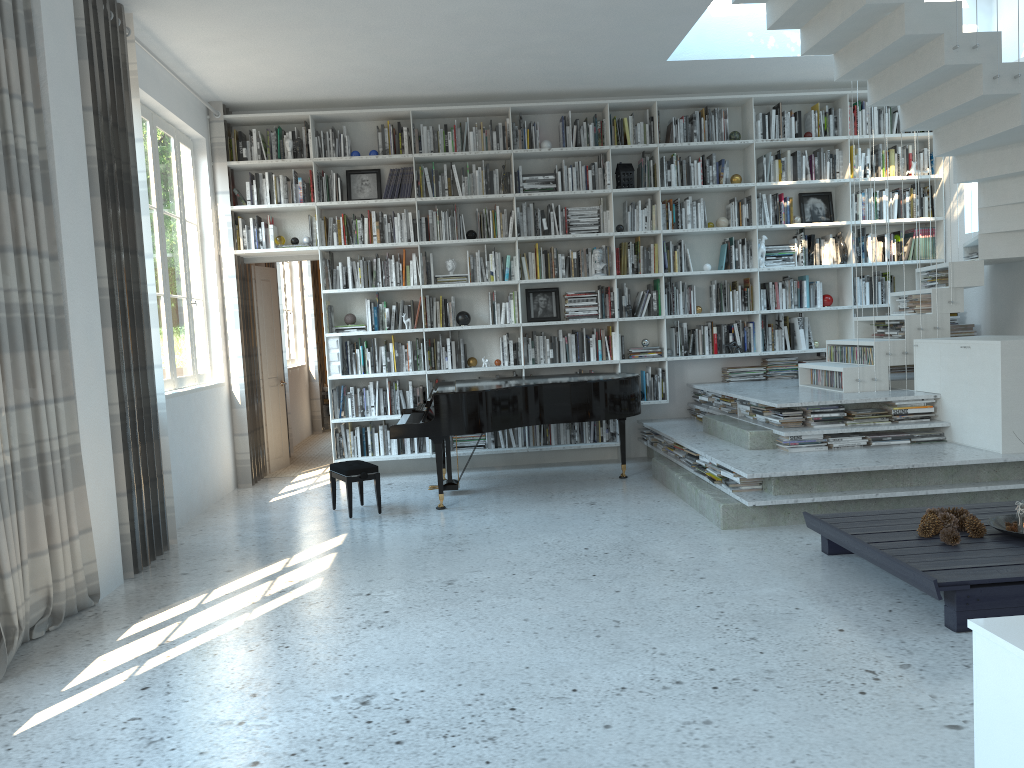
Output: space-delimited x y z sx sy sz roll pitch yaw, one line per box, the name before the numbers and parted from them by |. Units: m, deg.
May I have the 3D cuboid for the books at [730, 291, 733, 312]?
books | 1.935 -0.733 7.931 0.018 0.182 0.182 -3 4 -3

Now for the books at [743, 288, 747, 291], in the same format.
books | 2.084 -0.754 7.961 0.016 0.205 0.141 -3 4 -3

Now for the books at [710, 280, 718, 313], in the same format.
books | 1.812 -0.782 7.954 0.016 0.290 0.131 -3 4 -3

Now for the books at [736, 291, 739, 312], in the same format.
books | 1.992 -0.737 7.940 0.019 0.183 0.190 -3 4 -3

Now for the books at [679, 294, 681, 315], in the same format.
books | 1.478 -0.709 7.911 0.013 0.186 0.183 -3 4 -3

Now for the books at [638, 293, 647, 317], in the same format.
books | 1.148 -0.701 7.905 0.090 0.212 0.143 -3 4 -3

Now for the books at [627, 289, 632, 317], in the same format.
books | 1.036 -0.716 7.903 0.035 0.248 0.140 -3 4 -3

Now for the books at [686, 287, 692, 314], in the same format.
books | 1.572 -0.741 7.925 0.015 0.238 0.176 -3 4 -3

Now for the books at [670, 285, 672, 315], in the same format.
books | 1.397 -0.752 7.910 0.006 0.282 0.155 -3 4 -3

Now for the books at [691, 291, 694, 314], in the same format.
books | 1.588 -0.726 7.923 0.014 0.207 0.180 -3 4 -3

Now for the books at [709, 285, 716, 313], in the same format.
books | 1.797 -0.761 7.942 0.019 0.252 0.130 -3 4 -3

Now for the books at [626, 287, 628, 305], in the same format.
books | 1.012 -0.723 7.901 0.012 0.266 0.157 -3 4 -3

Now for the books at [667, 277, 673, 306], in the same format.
books | 1.414 -0.784 7.926 0.007 0.342 0.149 -3 4 -3

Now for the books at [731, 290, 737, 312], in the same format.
books | 1.975 -0.742 7.943 0.015 0.195 0.175 -3 4 -3

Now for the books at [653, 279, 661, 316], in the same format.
books | 1.292 -0.768 7.899 0.014 0.325 0.182 -3 4 -3

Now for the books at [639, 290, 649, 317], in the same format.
books | 1.162 -0.716 7.903 0.094 0.239 0.149 -3 4 -3

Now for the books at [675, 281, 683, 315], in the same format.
books | 1.488 -0.765 7.906 0.014 0.297 0.175 -3 4 -3

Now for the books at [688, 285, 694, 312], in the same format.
books | 1.600 -0.754 7.927 0.014 0.261 0.141 -3 4 -3

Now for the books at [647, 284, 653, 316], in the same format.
books | 1.229 -0.745 7.908 0.013 0.286 0.138 -3 4 -3

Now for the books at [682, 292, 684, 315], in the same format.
books | 1.510 -0.720 7.927 0.013 0.203 0.167 -3 4 -3

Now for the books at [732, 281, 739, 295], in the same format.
books | 2.001 -0.783 7.940 0.006 0.274 0.172 -3 4 -3

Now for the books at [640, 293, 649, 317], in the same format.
books | 1.167 -0.704 7.914 0.090 0.215 0.139 -3 4 -3

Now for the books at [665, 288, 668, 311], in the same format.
books | 1.371 -0.731 7.926 0.011 0.239 0.136 -3 4 -3

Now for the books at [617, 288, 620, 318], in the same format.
books | 0.926 -0.717 7.895 0.024 0.264 0.154 -3 4 -3

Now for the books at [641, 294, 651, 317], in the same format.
books | 1.180 -0.698 7.904 0.091 0.205 0.169 -3 4 -3

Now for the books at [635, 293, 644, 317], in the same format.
books | 1.122 -0.698 7.888 0.089 0.210 0.175 -3 4 -3

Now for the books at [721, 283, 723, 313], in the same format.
books | 1.856 -0.768 7.944 0.008 0.259 0.158 -3 4 -3

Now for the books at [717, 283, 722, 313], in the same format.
books | 1.844 -0.769 7.943 0.015 0.262 0.149 -3 4 -3

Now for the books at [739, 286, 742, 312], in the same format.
books | 2.015 -0.762 7.942 0.018 0.230 0.181 -3 4 -3

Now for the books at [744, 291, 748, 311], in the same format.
books | 2.070 -0.739 7.933 0.016 0.180 0.189 -3 4 -3

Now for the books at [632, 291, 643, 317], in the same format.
books | 1.105 -0.705 7.882 0.095 0.228 0.190 -3 4 -3

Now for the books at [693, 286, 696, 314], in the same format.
books | 1.614 -0.750 7.929 0.013 0.251 0.172 -3 4 -3

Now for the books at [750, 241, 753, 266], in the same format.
books | 2.127 -1.143 7.921 0.010 0.246 0.158 -3 4 -3

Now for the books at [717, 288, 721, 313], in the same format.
books | 1.831 -0.744 7.930 0.016 0.216 0.177 -3 4 -3

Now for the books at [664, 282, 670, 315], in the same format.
books | 1.385 -0.758 7.911 0.018 0.295 0.177 -3 4 -3

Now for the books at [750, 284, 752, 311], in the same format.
books | 2.120 -0.775 7.972 0.019 0.241 0.134 -3 4 -3

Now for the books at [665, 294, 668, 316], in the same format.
books | 1.360 -0.704 7.918 0.015 0.188 0.168 -3 4 -3

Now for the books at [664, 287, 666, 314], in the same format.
books | 1.346 -0.742 7.904 0.010 0.267 0.157 -3 4 -3

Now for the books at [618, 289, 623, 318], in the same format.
books | 0.953 -0.713 7.894 0.028 0.253 0.142 -3 4 -3

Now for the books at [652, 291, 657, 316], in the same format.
books | 1.253 -0.714 7.891 0.029 0.223 0.170 -3 4 -3

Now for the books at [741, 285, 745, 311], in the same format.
books | 2.049 -0.766 7.957 0.021 0.232 0.155 -3 4 -3

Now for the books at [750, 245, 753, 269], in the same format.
books | 2.110 -1.126 7.931 0.023 0.212 0.164 -3 4 -3

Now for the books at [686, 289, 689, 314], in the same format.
books | 1.561 -0.733 7.934 0.008 0.223 0.133 -3 4 -3

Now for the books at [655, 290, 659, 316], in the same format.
books | 1.277 -0.718 7.904 0.021 0.226 0.148 -3 4 -3

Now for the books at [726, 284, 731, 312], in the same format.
books | 1.915 -0.766 7.928 0.018 0.251 0.183 -3 4 -3

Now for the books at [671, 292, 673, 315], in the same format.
books | 1.408 -0.715 7.921 0.013 0.204 0.153 -3 4 -3

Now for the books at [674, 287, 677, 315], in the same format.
books | 1.440 -0.738 7.909 0.013 0.249 0.165 -3 4 -3

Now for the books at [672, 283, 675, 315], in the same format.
books | 1.430 -0.755 7.905 0.005 0.284 0.159 -3 4 -3

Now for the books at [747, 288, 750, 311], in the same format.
books | 2.099 -0.754 7.953 0.013 0.204 0.158 -3 4 -3

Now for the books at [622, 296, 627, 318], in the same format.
books | 0.983 -0.683 7.877 0.027 0.192 0.182 -3 4 -3

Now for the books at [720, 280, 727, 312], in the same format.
books | 1.899 -0.784 7.951 0.007 0.285 0.159 -3 4 -3

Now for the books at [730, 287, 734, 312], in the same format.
books | 1.950 -0.767 7.959 0.030 0.244 0.135 -3 4 -3

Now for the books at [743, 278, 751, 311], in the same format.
books | 2.107 -0.800 7.942 0.007 0.296 0.162 -3 4 -3

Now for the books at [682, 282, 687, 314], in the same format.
books | 1.539 -0.763 7.930 0.006 0.285 0.159 -3 4 -3

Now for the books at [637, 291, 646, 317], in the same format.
books | 1.136 -0.708 7.909 0.095 0.226 0.144 -3 4 -3

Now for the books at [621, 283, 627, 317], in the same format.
books | 0.999 -0.742 7.889 0.013 0.307 0.141 -3 4 -3

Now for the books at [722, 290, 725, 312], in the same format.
books | 1.876 -0.745 7.966 0.031 0.209 0.122 -3 4 -3

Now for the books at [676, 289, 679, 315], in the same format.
books | 1.453 -0.727 7.900 0.011 0.226 0.188 -3 4 -3

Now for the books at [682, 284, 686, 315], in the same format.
books | 1.521 -0.752 7.914 0.012 0.267 0.183 -3 4 -3
